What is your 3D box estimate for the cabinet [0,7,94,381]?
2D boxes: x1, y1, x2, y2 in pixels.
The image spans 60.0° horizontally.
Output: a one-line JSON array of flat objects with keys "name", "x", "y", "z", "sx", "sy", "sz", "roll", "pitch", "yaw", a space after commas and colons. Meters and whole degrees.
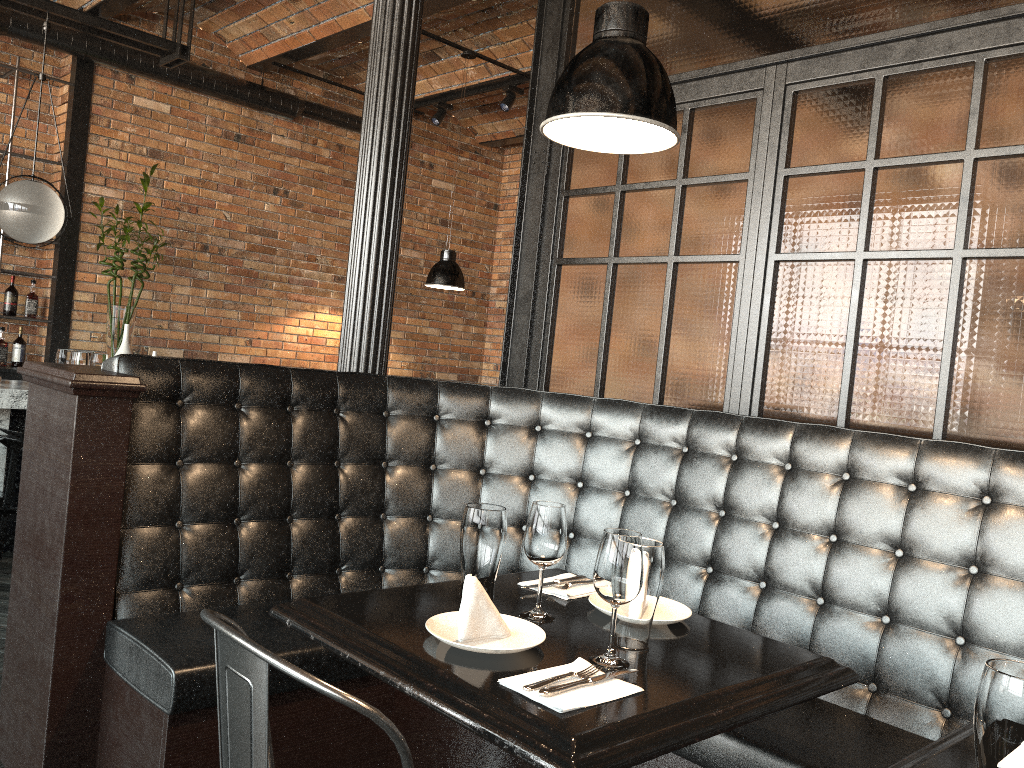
[{"name": "cabinet", "x": -5.801, "y": -1.235, "z": 4.241, "sx": 7.075, "sy": 3.779, "sz": 0.564, "roll": 5, "pitch": 2, "yaw": -43}]

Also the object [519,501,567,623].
[{"name": "object", "x": 0.066, "y": 0.376, "z": 1.891, "sx": 0.092, "sy": 0.244, "sz": 0.092, "roll": 5, "pitch": 1, "yaw": -27}]

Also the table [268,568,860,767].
[{"name": "table", "x": 0.067, "y": 0.881, "z": 1.847, "sx": 0.872, "sy": 0.758, "sz": 0.872, "roll": 5, "pitch": 2, "yaw": -43}]

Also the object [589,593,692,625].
[{"name": "object", "x": 0.294, "y": 0.457, "z": 2.007, "sx": 0.232, "sy": 0.139, "sz": 0.232, "roll": 6, "pitch": 1, "yaw": 5}]

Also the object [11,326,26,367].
[{"name": "object", "x": -3.605, "y": -0.272, "z": 6.488, "sx": 0.086, "sy": 0.298, "sz": 0.086, "roll": 6, "pitch": 1, "yaw": 5}]

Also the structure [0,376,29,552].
[{"name": "structure", "x": -4.151, "y": 0.052, "z": 4.374, "sx": 5.346, "sy": 1.430, "sz": 1.930, "roll": 5, "pitch": 2, "yaw": -43}]

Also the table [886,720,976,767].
[{"name": "table", "x": 0.819, "y": 0.977, "z": 1.045, "sx": 0.872, "sy": 0.758, "sz": 0.872, "roll": 5, "pitch": 2, "yaw": -43}]

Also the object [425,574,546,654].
[{"name": "object", "x": -0.046, "y": 0.428, "z": 1.705, "sx": 0.232, "sy": 0.139, "sz": 0.232, "roll": 6, "pitch": 1, "yaw": 5}]

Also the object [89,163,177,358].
[{"name": "object", "x": -2.775, "y": -0.814, "z": 6.423, "sx": 0.584, "sy": 1.546, "sz": 0.673, "roll": 6, "pitch": 1, "yaw": -5}]

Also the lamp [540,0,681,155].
[{"name": "lamp", "x": 0.287, "y": -1.335, "z": 1.824, "sx": 0.291, "sy": 1.653, "sz": 0.291, "roll": 6, "pitch": 1, "yaw": 2}]

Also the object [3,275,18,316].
[{"name": "object", "x": -3.622, "y": -0.639, "z": 6.415, "sx": 0.086, "sy": 0.299, "sz": 0.086, "roll": 6, "pitch": 1, "yaw": 5}]

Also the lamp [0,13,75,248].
[{"name": "lamp", "x": -2.559, "y": -1.618, "z": 4.823, "sx": 0.340, "sy": 1.754, "sz": 0.340, "roll": 6, "pitch": 1, "yaw": 3}]

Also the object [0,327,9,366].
[{"name": "object", "x": -3.687, "y": -0.271, "z": 6.392, "sx": 0.083, "sy": 0.282, "sz": 0.083, "roll": 7, "pitch": 1, "yaw": 32}]

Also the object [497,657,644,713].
[{"name": "object", "x": 0.116, "y": 0.504, "z": 1.511, "sx": 0.255, "sy": 0.019, "sz": 0.157, "roll": 5, "pitch": 2, "yaw": -43}]

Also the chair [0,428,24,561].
[{"name": "chair", "x": -2.487, "y": 0.570, "z": 4.471, "sx": 0.414, "sy": 0.737, "sz": 0.475, "roll": 7, "pitch": 2, "yaw": 42}]

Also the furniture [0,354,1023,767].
[{"name": "furniture", "x": 1.083, "y": 0.771, "z": 1.286, "sx": 1.979, "sy": 1.212, "sz": 5.451, "roll": 5, "pitch": 2, "yaw": -43}]

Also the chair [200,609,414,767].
[{"name": "chair", "x": -0.251, "y": 0.805, "z": 1.497, "sx": 0.558, "sy": 0.857, "sz": 0.504, "roll": 5, "pitch": 2, "yaw": -43}]

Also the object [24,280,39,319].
[{"name": "object", "x": -3.522, "y": -0.622, "z": 6.506, "sx": 0.083, "sy": 0.282, "sz": 0.083, "roll": 5, "pitch": 1, "yaw": -33}]

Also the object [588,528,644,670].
[{"name": "object", "x": 0.192, "y": 0.395, "z": 1.640, "sx": 0.092, "sy": 0.244, "sz": 0.092, "roll": 7, "pitch": 1, "yaw": 30}]

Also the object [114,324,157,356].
[{"name": "object", "x": -2.599, "y": -0.209, "z": 6.157, "sx": 0.316, "sy": 0.397, "sz": 0.319, "roll": 6, "pitch": 1, "yaw": 6}]

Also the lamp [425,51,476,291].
[{"name": "lamp", "x": -0.387, "y": -1.500, "z": 6.234, "sx": 0.291, "sy": 1.653, "sz": 0.291, "roll": 6, "pitch": 1, "yaw": 2}]

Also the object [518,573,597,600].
[{"name": "object", "x": 0.124, "y": 0.490, "z": 2.166, "sx": 0.157, "sy": 0.019, "sz": 0.255, "roll": 7, "pitch": 2, "yaw": 42}]
